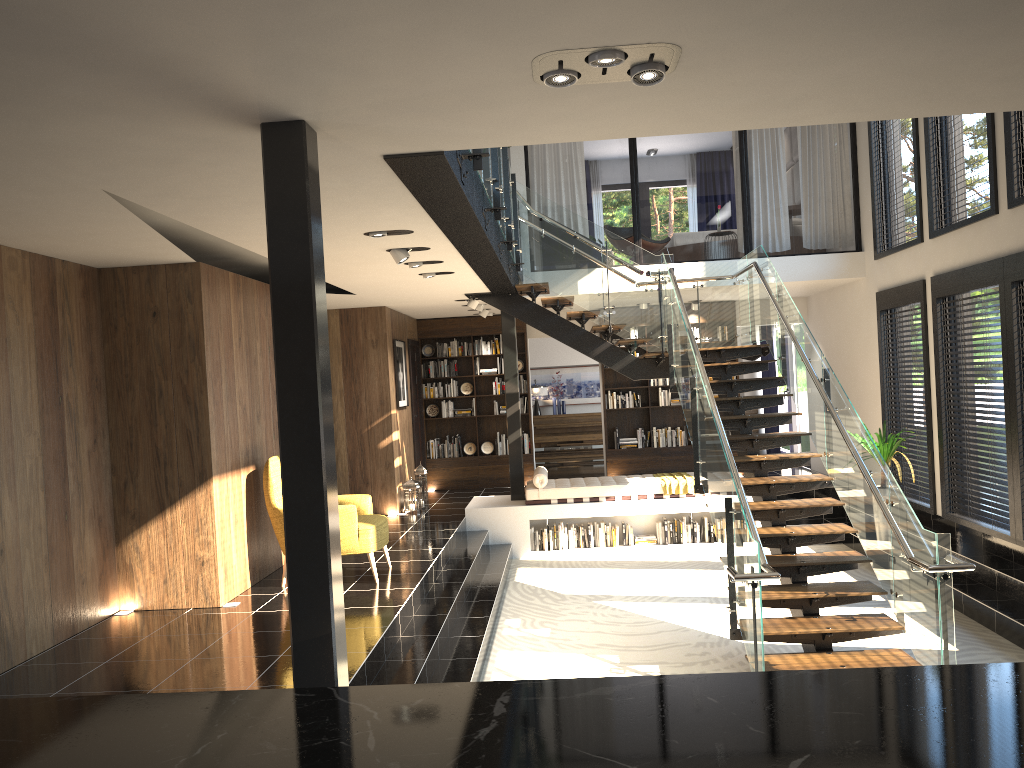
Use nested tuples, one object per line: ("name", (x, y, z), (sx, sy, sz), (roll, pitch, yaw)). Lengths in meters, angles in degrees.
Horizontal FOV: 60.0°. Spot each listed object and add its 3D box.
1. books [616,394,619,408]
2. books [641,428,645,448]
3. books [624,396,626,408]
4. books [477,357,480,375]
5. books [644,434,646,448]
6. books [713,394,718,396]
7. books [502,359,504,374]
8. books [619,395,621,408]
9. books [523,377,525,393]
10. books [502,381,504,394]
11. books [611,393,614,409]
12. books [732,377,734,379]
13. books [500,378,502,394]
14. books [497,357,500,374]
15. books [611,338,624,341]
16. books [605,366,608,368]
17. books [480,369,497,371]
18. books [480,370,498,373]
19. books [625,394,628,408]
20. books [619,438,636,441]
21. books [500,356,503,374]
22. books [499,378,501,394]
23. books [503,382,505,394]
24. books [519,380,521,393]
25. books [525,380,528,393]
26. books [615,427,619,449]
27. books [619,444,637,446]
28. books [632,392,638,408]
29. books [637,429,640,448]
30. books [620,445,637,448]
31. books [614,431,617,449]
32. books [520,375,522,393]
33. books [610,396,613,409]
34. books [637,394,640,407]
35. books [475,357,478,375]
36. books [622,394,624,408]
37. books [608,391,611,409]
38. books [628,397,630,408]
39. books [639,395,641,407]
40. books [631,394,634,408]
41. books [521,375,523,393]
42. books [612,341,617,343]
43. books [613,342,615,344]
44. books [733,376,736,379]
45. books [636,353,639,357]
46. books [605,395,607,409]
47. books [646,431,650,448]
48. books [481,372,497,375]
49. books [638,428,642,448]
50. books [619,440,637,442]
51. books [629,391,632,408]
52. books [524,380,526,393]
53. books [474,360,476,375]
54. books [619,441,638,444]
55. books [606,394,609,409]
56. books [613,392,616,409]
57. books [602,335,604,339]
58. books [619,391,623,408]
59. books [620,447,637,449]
("books", (1.647, 0.266, 13.807), (0.028, 0.227, 0.136), (-3, 1, 3))
("books", (2.033, 0.840, 13.806), (0.036, 0.302, 0.186), (-3, 1, 3))
("books", (1.752, 0.277, 13.804), (0.033, 0.193, 0.172), (-3, 1, 3))
("books", (-0.523, -0.279, 13.936), (0.016, 0.278, 0.209), (-3, 1, 3))
("books", (2.066, 0.883, 13.826), (0.023, 0.212, 0.123), (-3, 1, 3))
("books", (3.071, 0.176, 13.704), (0.272, 0.022, 0.156), (-3, 0, 2))
("books", (-0.132, -0.279, 13.895), (0.025, 0.235, 0.232), (-3, 1, 3))
("books", (1.673, 0.279, 13.798), (0.024, 0.197, 0.173), (-3, 1, 3))
("books", (0.183, 0.018, 13.859), (0.018, 0.246, 0.144), (-3, 1, 3))
("books", (-0.139, 0.059, 13.879), (0.026, 0.200, 0.154), (-3, 1, 3))
("books", (1.571, 0.261, 13.816), (0.023, 0.245, 0.159), (-3, 1, 3))
("books", (3.389, -0.128, 13.689), (0.023, 0.189, 0.197), (-3, 0, 3))
("books", (-0.165, 0.034, 13.858), (0.021, 0.253, 0.167), (-3, 1, 3))
("books", (-0.205, -0.289, 13.913), (0.023, 0.264, 0.218), (-3, 1, 3))
("books", (1.688, -0.690, 13.782), (0.285, 0.030, 0.176), (-3, 0, 2))
("books", (1.466, -0.332, 13.791), (0.037, 0.177, 0.109), (-3, 1, 3))
("books", (-0.361, -0.222, 13.947), (0.264, 0.021, 0.189), (-3, 0, 1))
("books", (-0.360, -0.197, 13.939), (0.266, 0.030, 0.209), (-3, 0, 4))
("books", (1.783, 0.261, 13.790), (0.030, 0.222, 0.189), (-3, 1, 3))
("books", (1.804, 0.861, 13.824), (0.257, 0.024, 0.167), (-3, 0, 3))
("books", (-0.170, -0.302, 13.895), (0.049, 0.286, 0.259), (-3, 1, 3))
("books", (-0.182, 0.035, 13.868), (0.014, 0.253, 0.169), (-3, 1, 3))
("books", (-0.112, 0.060, 13.848), (0.032, 0.195, 0.183), (-3, 1, 3))
("books", (0.129, 0.040, 13.843), (0.020, 0.209, 0.147), (-3, 1, 3))
("books", (0.228, 0.041, 13.833), (0.026, 0.196, 0.170), (-3, 1, 3))
("books", (1.637, 0.843, 13.801), (0.028, 0.340, 0.203), (-3, 1, 3))
("books", (1.809, 0.941, 13.835), (0.271, 0.025, 0.156), (-3, 0, 4))
("books", (1.912, 0.247, 13.778), (0.070, 0.236, 0.206), (-3, 1, 3))
("books", (1.968, 0.853, 13.796), (0.030, 0.284, 0.177), (-3, 1, 3))
("books", (1.810, 0.966, 13.823), (0.258, 0.024, 0.167), (-3, 0, 4))
("books", (1.615, 0.879, 13.847), (0.025, 0.270, 0.156), (-3, 1, 3))
("books", (0.148, 0.004, 13.857), (0.018, 0.278, 0.114), (-3, 1, 3))
("books", (1.545, 0.285, 13.799), (0.028, 0.199, 0.175), (-3, 1, 3))
("books", (1.962, 0.257, 13.778), (0.028, 0.210, 0.169), (-3, 1, 3))
("books", (-0.545, -0.278, 13.933), (0.027, 0.279, 0.166), (-3, 1, 3))
("books", (1.725, 0.267, 13.812), (0.021, 0.216, 0.170), (-3, 1, 3))
("books", (1.515, 0.246, 13.802), (0.028, 0.282, 0.168), (-3, 1, 3))
("books", (1.813, 0.285, 13.800), (0.027, 0.171, 0.146), (-3, 1, 3))
("books", (1.990, 0.268, 13.819), (0.022, 0.185, 0.127), (-3, 1, 3))
("books", (1.869, 0.265, 13.800), (0.030, 0.205, 0.170), (-3, 1, 3))
("books", (0.164, 0.003, 13.837), (0.016, 0.278, 0.202), (-3, 1, 3))
("books", (1.690, -0.662, 13.794), (0.270, 0.025, 0.156), (-3, 0, 3))
("books", (1.691, -0.636, 13.790), (0.251, 0.026, 0.148), (-3, 0, 7))
("books", (3.426, -0.133, 13.688), (0.051, 0.194, 0.192), (-3, 1, 3))
("books", (1.947, -0.373, 13.742), (0.034, 0.206, 0.167), (-3, 1, 3))
("books", (1.463, 0.276, 13.834), (0.025, 0.227, 0.156), (-3, 1, 3))
("books", (2.113, 0.859, 13.806), (0.075, 0.254, 0.181), (-3, 1, 3))
("books", (-0.358, -0.165, 13.952), (0.239, 0.033, 0.176), (-3, 0, 0))
("books", (1.999, 0.838, 13.812), (0.031, 0.310, 0.169), (-3, 1, 3))
("books", (1.806, 0.885, 13.835), (0.271, 0.025, 0.156), (-3, 0, 4))
("books", (1.837, 0.241, 13.777), (0.029, 0.256, 0.167), (-3, 1, 3))
("books", (0.204, 0.040, 13.851), (0.023, 0.200, 0.121), (-3, 1, 3))
("books", (-0.570, -0.258, 13.960), (0.028, 0.242, 0.194), (-3, 1, 3))
("books", (1.807, 0.913, 13.821), (0.287, 0.030, 0.176), (-3, 0, 1))
("books", (1.490, 0.269, 13.837), (0.028, 0.237, 0.134), (-3, 1, 3))
("books", (1.595, 0.253, 13.797), (0.029, 0.258, 0.181), (-3, 1, 3))
("books", (1.415, -0.689, 13.809), (0.026, 0.263, 0.156), (-3, 1, 3))
("books", (1.698, 0.241, 13.799), (0.029, 0.272, 0.152), (-3, 1, 3))
("books", (1.812, 0.990, 13.840), (0.247, 0.026, 0.148), (-3, 0, 2))
